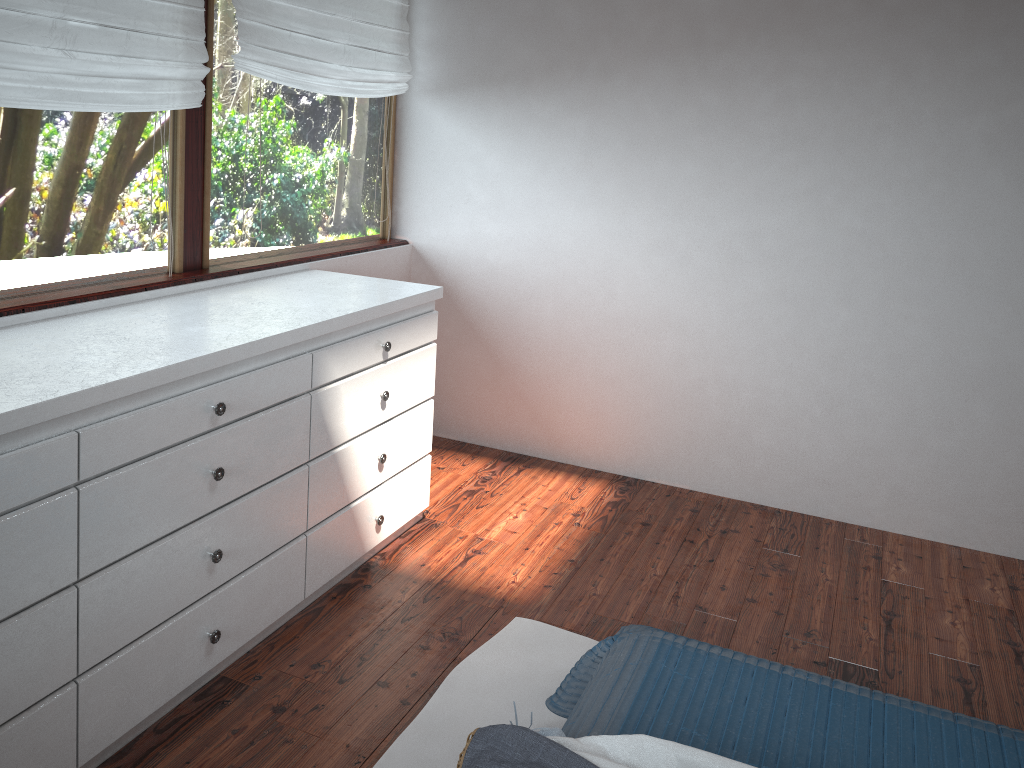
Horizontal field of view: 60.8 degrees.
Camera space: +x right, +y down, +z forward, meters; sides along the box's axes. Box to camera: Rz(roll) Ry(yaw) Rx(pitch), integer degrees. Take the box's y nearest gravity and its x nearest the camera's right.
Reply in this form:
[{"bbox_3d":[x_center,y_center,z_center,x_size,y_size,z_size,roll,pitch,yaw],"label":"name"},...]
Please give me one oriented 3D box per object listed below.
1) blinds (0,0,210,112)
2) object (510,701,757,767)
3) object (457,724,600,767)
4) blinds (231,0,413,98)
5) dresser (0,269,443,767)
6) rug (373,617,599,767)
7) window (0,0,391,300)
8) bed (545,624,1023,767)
[{"bbox_3d":[-1.233,-1.042,2.281,0.054,0.627,1.255,6,14,22],"label":"blinds"},{"bbox_3d":[0.982,0.897,1.301,2.168,0.367,0.550,8,14,18],"label":"object"},{"bbox_3d":[0.677,0.924,0.797,2.154,0.396,0.640,13,16,31],"label":"object"},{"bbox_3d":[-0.688,-1.422,3.510,0.054,0.507,1.249,6,14,22],"label":"blinds"},{"bbox_3d":[-1.158,0.397,1.918,0.621,0.855,3.191,7,15,22],"label":"dresser"},{"bbox_3d":[0.861,1.119,1.294,2.734,0.047,1.844,10,17,22],"label":"rug"},{"bbox_3d":[1.881,-1.202,3.148,5.311,1.883,8.501,9,16,22],"label":"window"},{"bbox_3d":[0.698,0.897,0.810,2.157,0.749,2.636,10,16,23],"label":"bed"}]
